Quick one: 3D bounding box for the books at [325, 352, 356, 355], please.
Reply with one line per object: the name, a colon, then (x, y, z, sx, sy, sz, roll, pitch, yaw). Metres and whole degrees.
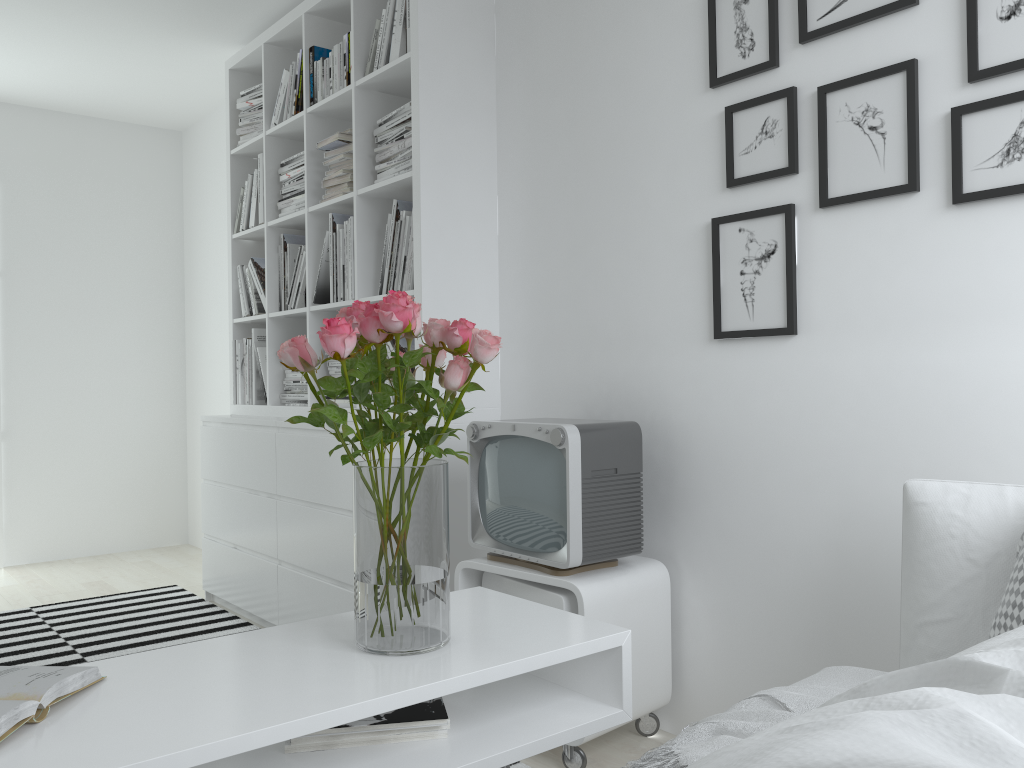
books: (-0.570, -0.117, 3.327, 0.161, 0.013, 0.256, -1, 0, -39)

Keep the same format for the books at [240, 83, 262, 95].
books: (-1.060, -1.293, 3.914, 0.254, 0.012, 0.161, -1, 0, 41)

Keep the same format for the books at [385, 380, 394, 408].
books: (-0.364, -0.025, 3.036, 0.161, 0.218, 0.101, -1, 0, -39)

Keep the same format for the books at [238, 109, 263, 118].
books: (-1.055, -1.184, 3.911, 0.254, 0.012, 0.161, -1, 0, 31)

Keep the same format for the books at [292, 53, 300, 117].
books: (-0.786, -1.171, 3.530, 0.159, 0.248, 0.089, -1, 0, -39)

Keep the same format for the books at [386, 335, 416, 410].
books: (-0.298, -0.044, 2.952, 0.176, 0.255, 0.226, -1, 0, -39)

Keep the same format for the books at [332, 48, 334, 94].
books: (-0.606, -1.140, 3.289, 0.128, 0.178, 0.022, -1, 0, -39)

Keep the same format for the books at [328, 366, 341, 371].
books: (-0.542, -0.061, 3.333, 0.182, 0.016, 0.288, -1, 0, -39)

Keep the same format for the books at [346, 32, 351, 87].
books: (-0.528, -1.149, 3.188, 0.136, 0.196, 0.045, -1, 0, -39)

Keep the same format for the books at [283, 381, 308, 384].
books: (-0.801, -0.008, 3.630, 0.159, 0.012, 0.285, -1, 0, -39)

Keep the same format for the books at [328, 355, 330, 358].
books: (-0.549, -0.105, 3.316, 0.159, 0.012, 0.285, -1, 0, -39)

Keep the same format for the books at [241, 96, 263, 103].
books: (-1.055, -1.242, 3.918, 0.254, 0.013, 0.161, -1, 0, 36)

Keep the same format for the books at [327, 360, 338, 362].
books: (-0.561, -0.093, 3.321, 0.161, 0.012, 0.254, -1, 0, -39)

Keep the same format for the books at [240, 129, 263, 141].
books: (-1.046, -1.089, 3.912, 0.273, 0.021, 0.174, -1, 0, 41)

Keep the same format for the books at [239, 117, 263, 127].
books: (-1.039, -1.153, 3.926, 0.288, 0.016, 0.182, -1, 0, 31)

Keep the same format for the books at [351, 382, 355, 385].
books: (-0.552, 0.001, 3.320, 0.174, 0.021, 0.273, -1, 0, -39)

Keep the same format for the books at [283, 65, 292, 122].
books: (-0.831, -1.155, 3.577, 0.161, 0.218, 0.101, -1, 0, -39)

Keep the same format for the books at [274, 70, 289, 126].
books: (-0.865, -1.150, 3.633, 0.167, 0.210, 0.162, -1, 0, -39)

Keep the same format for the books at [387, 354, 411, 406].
books: (-0.344, -0.022, 3.003, 0.161, 0.213, 0.118, -1, 0, -39)

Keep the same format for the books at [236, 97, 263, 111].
books: (-1.051, -1.225, 3.908, 0.273, 0.021, 0.174, -1, 0, 31)

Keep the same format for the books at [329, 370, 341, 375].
books: (-0.535, -0.045, 3.324, 0.182, 0.016, 0.288, -1, 0, -39)

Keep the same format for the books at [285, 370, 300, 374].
books: (-0.783, -0.052, 3.633, 0.182, 0.016, 0.288, -1, 0, -39)

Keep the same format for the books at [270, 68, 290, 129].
books: (-0.881, -1.157, 3.667, 0.186, 0.226, 0.173, -1, 0, -39)

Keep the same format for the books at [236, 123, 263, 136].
books: (-1.043, -1.114, 3.910, 0.296, 0.028, 0.180, -1, 0, 31)

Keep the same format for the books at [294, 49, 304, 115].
books: (-0.760, -1.173, 3.495, 0.170, 0.251, 0.118, -1, 0, -39)

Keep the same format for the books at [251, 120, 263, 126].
books: (-1.031, -1.137, 3.919, 0.182, 0.016, 0.288, -1, 0, -44)

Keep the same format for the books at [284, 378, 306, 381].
books: (-0.799, -0.020, 3.618, 0.161, 0.012, 0.254, -1, 0, -39)

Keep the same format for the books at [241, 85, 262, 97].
books: (-1.050, -1.280, 3.901, 0.159, 0.012, 0.285, -1, 0, -44)

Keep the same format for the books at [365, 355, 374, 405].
books: (-0.427, -0.036, 3.121, 0.172, 0.239, 0.093, -1, 0, -39)

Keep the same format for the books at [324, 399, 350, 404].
books: (-0.532, 0.063, 3.345, 0.232, 0.014, 0.308, -1, 0, -41)

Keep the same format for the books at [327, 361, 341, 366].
books: (-0.558, -0.078, 3.331, 0.167, 0.017, 0.263, -1, 0, -39)

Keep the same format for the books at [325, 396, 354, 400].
books: (-0.524, 0.050, 3.349, 0.251, 0.012, 0.312, -1, 0, -38)

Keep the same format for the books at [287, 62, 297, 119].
books: (-0.812, -1.157, 3.549, 0.161, 0.222, 0.084, -1, 0, -39)

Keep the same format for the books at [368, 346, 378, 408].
books: (-0.408, -0.034, 3.080, 0.172, 0.235, 0.112, -1, 0, -39)

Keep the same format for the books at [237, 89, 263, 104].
books: (-1.046, -1.261, 3.910, 0.331, 0.025, 0.176, -1, 0, 41)

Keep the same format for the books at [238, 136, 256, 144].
books: (-1.042, -1.071, 3.914, 0.288, 0.016, 0.182, -1, 0, 36)

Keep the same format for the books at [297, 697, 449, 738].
books: (-0.248, 0.546, 1.507, 0.257, 0.012, 0.207, -1, 0, -11)

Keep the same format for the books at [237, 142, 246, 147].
books: (-1.048, -1.055, 3.899, 0.288, 0.016, 0.182, -1, 0, 41)

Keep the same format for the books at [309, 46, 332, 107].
books: (-0.709, -1.165, 3.413, 0.140, 0.231, 0.042, -1, 0, -39)

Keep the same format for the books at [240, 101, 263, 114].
books: (-1.065, -1.209, 3.916, 0.161, 0.013, 0.256, -1, 0, -44)

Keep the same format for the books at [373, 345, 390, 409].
books: (-0.386, -0.032, 3.057, 0.152, 0.232, 0.104, -1, 0, -39)

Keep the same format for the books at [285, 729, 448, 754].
books: (-0.251, 0.573, 1.515, 0.259, 0.014, 0.191, -1, 0, -12)

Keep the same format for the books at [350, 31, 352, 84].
books: (-0.504, -1.147, 3.155, 0.139, 0.191, 0.036, -1, 0, -39)

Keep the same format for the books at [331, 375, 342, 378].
books: (-0.527, -0.023, 3.314, 0.180, 0.028, 0.296, -1, 0, -39)

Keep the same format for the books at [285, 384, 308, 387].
books: (-0.794, 0.004, 3.608, 0.161, 0.013, 0.256, -1, 0, -39)

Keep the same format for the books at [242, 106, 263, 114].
books: (-1.043, -1.197, 3.908, 0.285, 0.012, 0.159, -1, 0, 41)

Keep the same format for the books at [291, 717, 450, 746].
books: (-0.247, 0.559, 1.515, 0.254, 0.014, 0.191, -1, 0, -14)

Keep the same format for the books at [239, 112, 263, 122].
books: (-1.055, -1.169, 3.922, 0.263, 0.017, 0.167, -1, 0, 36)

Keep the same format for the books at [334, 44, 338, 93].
books: (-0.589, -1.143, 3.269, 0.134, 0.184, 0.030, -1, 0, -39)
